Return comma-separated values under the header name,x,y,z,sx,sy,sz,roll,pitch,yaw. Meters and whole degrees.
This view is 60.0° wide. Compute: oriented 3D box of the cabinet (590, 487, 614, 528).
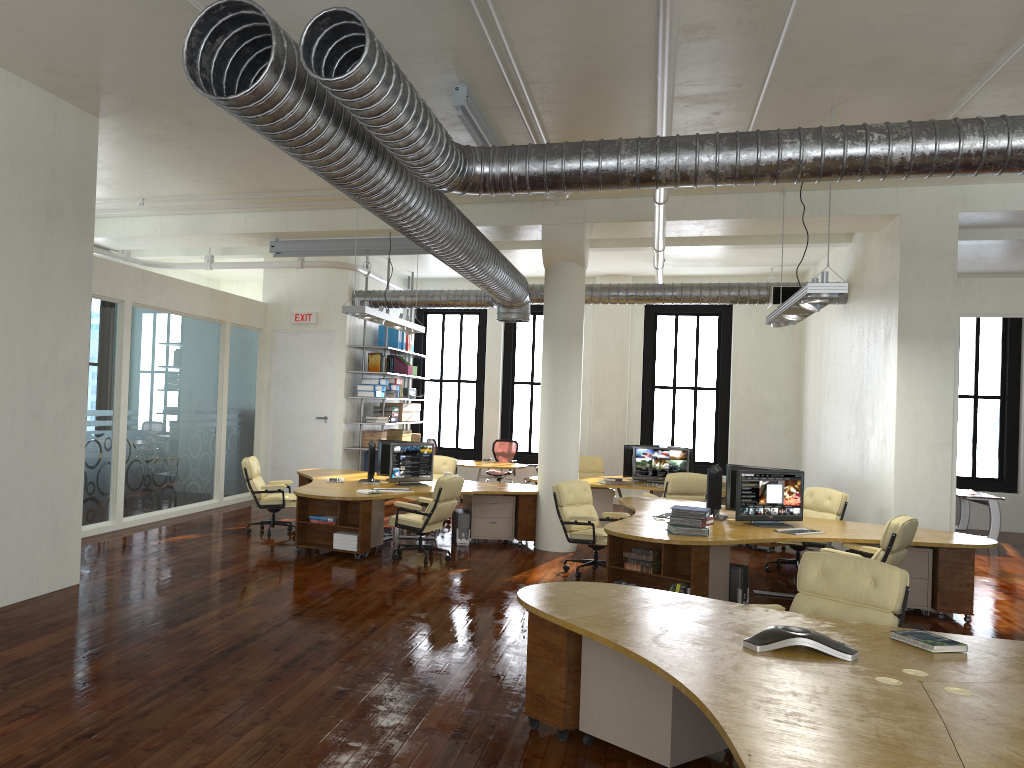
name,x,y,z,sx,sy,sz,roll,pitch,yaw
cabinet,0.979,1.850,13.517,0.866,0.709,0.911,2,-1,-11

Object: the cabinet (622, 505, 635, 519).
name,x,y,z,sx,sy,sz,roll,pitch,yaw
cabinet,1.925,1.821,10.634,0.848,0.709,0.930,2,-1,-16

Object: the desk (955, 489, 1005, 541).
name,x,y,z,sx,sy,sz,roll,pitch,yaw
desk,6.940,2.112,14.747,1.702,0.695,1.520,2,-1,14

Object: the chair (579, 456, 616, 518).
name,x,y,z,sx,sy,sz,roll,pitch,yaw
chair,1.332,1.739,14.948,0.697,1.021,0.804,2,-1,-12

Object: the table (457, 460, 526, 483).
name,x,y,z,sx,sy,sz,roll,pitch,yaw
table,-0.502,1.838,16.315,1.631,0.745,1.336,1,-2,40

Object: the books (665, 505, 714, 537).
name,x,y,z,sx,sy,sz,roll,pitch,yaw
books,1.607,1.254,8.147,0.450,0.227,0.422,2,-1,25

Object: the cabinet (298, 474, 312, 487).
name,x,y,z,sx,sy,sz,roll,pitch,yaw
cabinet,-2.588,1.705,13.183,0.803,0.709,0.974,3,-1,-38

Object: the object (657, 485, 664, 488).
name,x,y,z,sx,sy,sz,roll,pitch,yaw
object,2.362,1.493,12.829,0.515,0.016,0.211,2,-1,26

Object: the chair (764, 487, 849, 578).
name,x,y,z,sx,sy,sz,roll,pitch,yaw
chair,3.376,1.713,10.346,0.747,1.021,0.749,2,-1,-16

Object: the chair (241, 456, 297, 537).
name,x,y,z,sx,sy,sz,roll,pitch,yaw
chair,-3.231,1.495,11.912,0.787,1.021,0.713,2,-1,0

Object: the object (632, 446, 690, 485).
name,x,y,z,sx,sy,sz,roll,pitch,yaw
object,2.249,1.234,13.409,0.845,0.552,0.277,2,-1,13

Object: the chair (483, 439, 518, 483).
name,x,y,z,sx,sy,sz,roll,pitch,yaw
chair,-0.189,1.664,17.159,0.783,1.158,0.702,2,-1,23

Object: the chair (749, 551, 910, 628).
name,x,y,z,sx,sy,sz,roll,pitch,yaw
chair,1.821,1.538,5.236,0.710,1.021,0.783,3,-1,-36

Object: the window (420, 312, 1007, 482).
name,x,y,z,sx,sy,sz,roll,pitch,yaw
window,4.093,0.766,1.099,72.897,14.079,46.738,2,-1,0

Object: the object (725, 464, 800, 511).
name,x,y,z,sx,sy,sz,roll,pitch,yaw
object,2.664,1.160,9.462,0.263,0.552,0.888,3,-1,-42

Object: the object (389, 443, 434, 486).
name,x,y,z,sx,sy,sz,roll,pitch,yaw
object,-1.314,1.058,11.701,0.321,0.552,0.729,1,-2,44

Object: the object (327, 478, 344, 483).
name,x,y,z,sx,sy,sz,roll,pitch,yaw
object,-2.377,1.291,11.925,0.225,0.016,0.483,2,-1,-9

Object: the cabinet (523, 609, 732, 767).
name,x,y,z,sx,sy,sz,roll,pitch,yaw
cabinet,0.707,1.647,4.989,0.802,0.709,0.976,3,-1,-40

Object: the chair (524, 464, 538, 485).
name,x,y,z,sx,sy,sz,roll,pitch,yaw
chair,-2.884,1.515,15.161,7.576,1.158,0.985,2,-1,-13

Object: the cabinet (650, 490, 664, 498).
name,x,y,z,sx,sy,sz,roll,pitch,yaw
cabinet,2.752,1.949,14.911,0.948,0.709,0.829,2,-1,19

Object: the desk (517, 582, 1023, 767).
name,x,y,z,sx,sy,sz,roll,pitch,yaw
desk,2.121,1.656,3.821,3.429,0.734,3.982,2,-1,-10

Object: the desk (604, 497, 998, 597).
name,x,y,z,sx,sy,sz,roll,pitch,yaw
desk,2.293,1.793,9.603,3.733,0.734,3.653,3,-1,-15

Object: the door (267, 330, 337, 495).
name,x,y,z,sx,sy,sz,roll,pitch,yaw
door,-3.726,0.558,15.708,1.314,3.029,0.090,2,-1,19

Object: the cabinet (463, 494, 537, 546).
name,x,y,z,sx,sy,sz,roll,pitch,yaw
cabinet,-0.171,1.771,12.002,0.874,0.709,0.903,2,-1,-8

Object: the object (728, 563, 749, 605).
name,x,y,z,sx,sy,sz,roll,pitch,yaw
object,2.005,1.925,8.525,0.528,0.411,0.163,1,-1,44

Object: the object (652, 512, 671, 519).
name,x,y,z,sx,sy,sz,roll,pitch,yaw
object,1.668,1.389,9.392,0.250,0.016,0.434,2,-1,28

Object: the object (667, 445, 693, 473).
name,x,y,z,sx,sy,sz,roll,pitch,yaw
object,2.607,1.256,13.805,0.281,0.552,0.835,2,-1,-15

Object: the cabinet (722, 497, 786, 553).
name,x,y,z,sx,sy,sz,roll,pitch,yaw
cabinet,3.428,1.919,12.436,0.801,0.709,0.976,3,-1,-41

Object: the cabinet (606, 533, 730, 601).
name,x,y,z,sx,sy,sz,roll,pitch,yaw
cabinet,1.508,1.752,8.315,0.974,0.709,0.802,1,-2,44

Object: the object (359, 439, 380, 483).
name,x,y,z,sx,sy,sz,roll,pitch,yaw
object,-1.919,1.041,11.982,0.291,0.552,0.808,2,-1,-5

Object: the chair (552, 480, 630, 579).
name,x,y,z,sx,sy,sz,roll,pitch,yaw
chair,0.906,1.607,9.851,0.859,1.021,0.647,1,-1,44

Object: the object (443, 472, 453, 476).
name,x,y,z,sx,sy,sz,roll,pitch,yaw
object,-0.900,1.305,12.477,0.130,0.131,0.119,3,-1,-35

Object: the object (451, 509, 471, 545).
name,x,y,z,sx,sy,sz,roll,pitch,yaw
object,-0.678,1.896,11.776,0.177,0.411,0.488,2,-1,-10

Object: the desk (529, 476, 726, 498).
name,x,y,z,sx,sy,sz,roll,pitch,yaw
desk,2.481,1.899,13.974,4.170,0.734,3.258,2,-1,20

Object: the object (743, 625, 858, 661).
name,x,y,z,sx,sy,sz,roll,pitch,yaw
object,1.382,1.225,4.323,0.540,0.093,0.415,2,-1,10

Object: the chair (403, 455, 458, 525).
name,x,y,z,sx,sy,sz,roll,pitch,yaw
chair,-1.259,1.605,13.445,0.775,1.021,0.719,2,-1,24

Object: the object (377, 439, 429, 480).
name,x,y,z,sx,sy,sz,roll,pitch,yaw
object,-1.505,1.064,12.287,0.875,0.552,0.267,2,-1,27

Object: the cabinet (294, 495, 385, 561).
name,x,y,z,sx,sy,sz,roll,pitch,yaw
cabinet,-2.022,1.671,10.702,0.953,0.709,0.823,2,-1,22

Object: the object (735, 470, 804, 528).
name,x,y,z,sx,sy,sz,roll,pitch,yaw
object,2.596,1.145,8.899,0.765,0.552,0.307,2,-1,-17

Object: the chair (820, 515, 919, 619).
name,x,y,z,sx,sy,sz,roll,pitch,yaw
chair,3.121,1.649,7.933,0.858,1.021,0.647,1,-1,39

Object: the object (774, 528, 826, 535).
name,x,y,z,sx,sy,sz,roll,pitch,yaw
object,2.757,1.411,8.496,0.433,0.016,0.250,3,-2,-34

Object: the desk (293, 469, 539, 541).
name,x,y,z,sx,sy,sz,roll,pitch,yaw
desk,-1.866,1.694,12.294,3.532,0.734,3.834,3,-2,-37

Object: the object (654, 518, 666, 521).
name,x,y,z,sx,sy,sz,roll,pitch,yaw
object,1.494,1.376,9.028,0.113,0.015,0.132,2,-1,1

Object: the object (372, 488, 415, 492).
name,x,y,z,sx,sy,sz,roll,pitch,yaw
object,-1.460,1.303,10.916,0.450,0.016,0.242,3,-1,-18

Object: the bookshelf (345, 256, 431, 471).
name,x,y,z,sx,sy,sz,roll,pitch,yaw
bookshelf,-2.276,0.022,17.069,0.689,4.602,3.425,2,-1,10

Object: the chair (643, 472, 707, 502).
name,x,y,z,sx,sy,sz,roll,pitch,yaw
chair,2.257,1.715,12.326,0.685,1.021,0.816,2,-1,-17

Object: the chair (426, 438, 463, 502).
name,x,y,z,sx,sy,sz,roll,pitch,yaw
chair,-1.283,1.612,16.701,0.812,1.158,0.677,2,-1,19

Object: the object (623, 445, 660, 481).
name,x,y,z,sx,sy,sz,roll,pitch,yaw
object,2.042,1.239,14.020,0.737,0.552,0.318,3,-1,-34

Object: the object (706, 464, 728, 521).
name,x,y,z,sx,sy,sz,roll,pitch,yaw
object,2.120,1.138,9.386,0.314,0.552,0.746,2,-1,22

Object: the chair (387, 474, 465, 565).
name,x,y,z,sx,sy,sz,roll,pitch,yaw
chair,-1.021,1.545,10.369,0.844,1.021,0.660,2,-1,25

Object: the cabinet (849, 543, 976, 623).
name,x,y,z,sx,sy,sz,roll,pitch,yaw
cabinet,3.877,1.852,8.711,0.940,0.709,0.837,2,-1,14
